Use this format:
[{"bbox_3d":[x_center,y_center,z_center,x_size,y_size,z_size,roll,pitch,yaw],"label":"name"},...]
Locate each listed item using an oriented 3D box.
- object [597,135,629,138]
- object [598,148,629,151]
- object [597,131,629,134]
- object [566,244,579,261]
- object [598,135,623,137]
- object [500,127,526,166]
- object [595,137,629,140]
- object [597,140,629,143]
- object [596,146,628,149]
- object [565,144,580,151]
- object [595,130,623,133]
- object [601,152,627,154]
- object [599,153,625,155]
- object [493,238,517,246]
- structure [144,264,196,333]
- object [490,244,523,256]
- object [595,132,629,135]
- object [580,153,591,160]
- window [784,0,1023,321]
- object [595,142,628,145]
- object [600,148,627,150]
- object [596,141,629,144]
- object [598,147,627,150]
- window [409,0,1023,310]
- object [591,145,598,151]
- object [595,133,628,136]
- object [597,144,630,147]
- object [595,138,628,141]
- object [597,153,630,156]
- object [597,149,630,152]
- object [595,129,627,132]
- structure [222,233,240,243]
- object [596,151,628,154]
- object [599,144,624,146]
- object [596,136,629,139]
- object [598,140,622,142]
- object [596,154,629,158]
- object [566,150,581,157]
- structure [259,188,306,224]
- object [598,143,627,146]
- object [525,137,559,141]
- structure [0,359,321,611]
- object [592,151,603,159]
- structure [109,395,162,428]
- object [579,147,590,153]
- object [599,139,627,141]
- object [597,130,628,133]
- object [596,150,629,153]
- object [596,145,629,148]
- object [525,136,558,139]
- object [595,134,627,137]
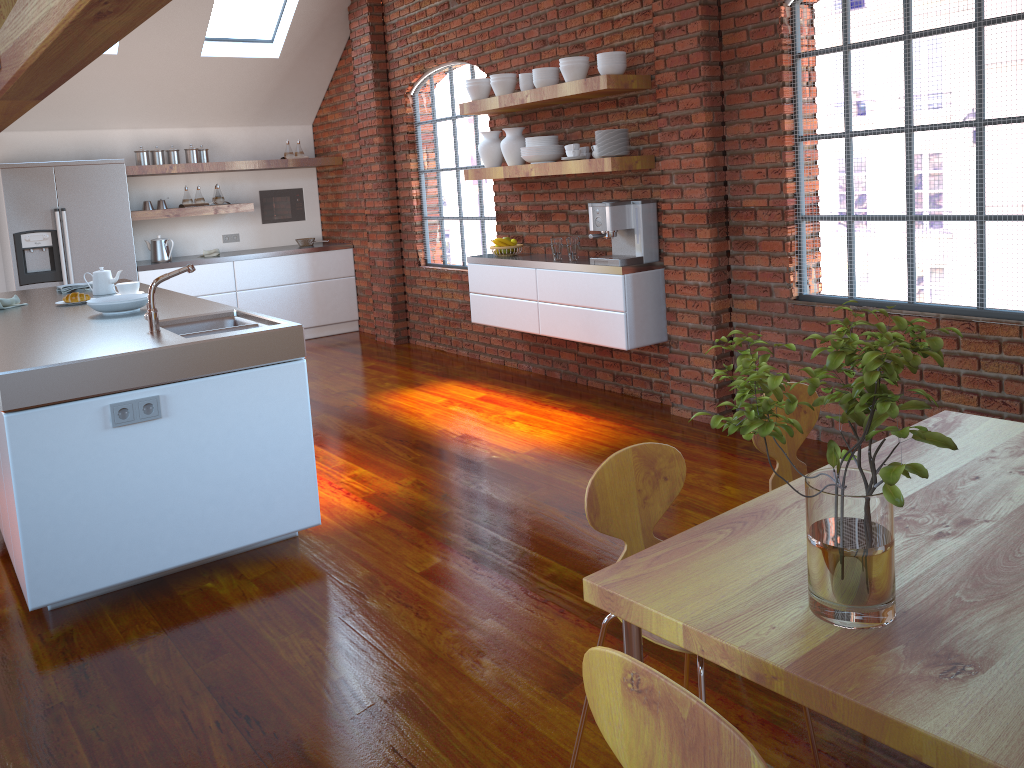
[{"bbox_3d":[0.577,-1.417,5.069,0.195,0.013,0.197,-8,14,-17],"label":"object"},{"bbox_3d":[0.582,-1.345,5.077,0.195,0.013,0.197,-8,14,-17],"label":"object"},{"bbox_3d":[0.575,-1.440,5.067,0.195,0.013,0.197,-8,14,-17],"label":"object"},{"bbox_3d":[0.375,-0.812,5.438,0.078,0.102,0.079,-8,10,-22],"label":"object"},{"bbox_3d":[0.576,-1.422,5.069,0.195,0.013,0.197,-8,14,-17],"label":"object"},{"bbox_3d":[0.020,-1.580,5.871,0.192,0.246,0.196,1,10,27],"label":"object"},{"bbox_3d":[0.577,-1.408,5.070,0.195,0.013,0.197,-8,14,-17],"label":"object"},{"bbox_3d":[0.579,-1.390,5.072,0.195,0.013,0.197,-8,14,-17],"label":"object"},{"bbox_3d":[0.581,-1.359,5.076,0.195,0.013,0.197,-8,14,-17],"label":"object"},{"bbox_3d":[0.362,-1.418,5.309,0.092,0.058,0.101,5,15,38],"label":"object"},{"bbox_3d":[0.575,-1.449,5.066,0.195,0.013,0.197,-8,14,-17],"label":"object"},{"bbox_3d":[0.583,-1.327,5.079,0.195,0.013,0.197,-8,14,-17],"label":"object"},{"bbox_3d":[0.583,-1.322,5.080,0.195,0.013,0.197,-8,14,-17],"label":"object"},{"bbox_3d":[-0.046,-0.969,6.067,0.184,0.083,0.067,-3,9,3],"label":"object"},{"bbox_3d":[-1.347,-0.343,3.468,0.202,0.245,0.100,-10,10,-34],"label":"structure"},{"bbox_3d":[-0.036,-0.928,6.119,0.235,0.070,0.240,-1,13,12],"label":"object"},{"bbox_3d":[0.575,-1.436,5.067,0.195,0.013,0.197,-8,14,-17],"label":"object"},{"bbox_3d":[0.445,-1.414,5.480,0.092,0.046,0.100,4,14,34],"label":"object"},{"bbox_3d":[1.758,-1.136,3.886,0.085,1.646,1.279,-8,10,-34],"label":"window"},{"bbox_3d":[0.579,-1.382,5.073,0.195,0.013,0.197,-8,14,-17],"label":"object"},{"bbox_3d":[0.581,-1.350,5.077,0.195,0.013,0.197,-8,14,-17],"label":"object"},{"bbox_3d":[0.579,-1.386,5.073,0.195,0.013,0.197,-8,14,-17],"label":"object"},{"bbox_3d":[0.581,-1.355,5.076,0.195,0.013,0.197,-8,14,-17],"label":"object"},{"bbox_3d":[3.338,-1.434,5.630,3.673,9.759,17.526,-11,13,-44],"label":"window"},{"bbox_3d":[0.531,-1.399,5.251,0.092,0.057,0.102,-6,12,-11],"label":"object"},{"bbox_3d":[0.576,-1.431,5.068,0.195,0.013,0.197,-8,14,-17],"label":"object"},{"bbox_3d":[0.580,-1.368,5.075,0.195,0.013,0.197,-8,14,-17],"label":"object"},{"bbox_3d":[0.578,-1.404,5.071,0.195,0.013,0.197,-8,14,-17],"label":"object"},{"bbox_3d":[0.583,-1.318,5.080,0.195,0.013,0.197,-8,14,-17],"label":"object"},{"bbox_3d":[0.582,-1.340,5.078,0.195,0.013,0.197,-8,14,-17],"label":"object"},{"bbox_3d":[0.574,-1.454,5.065,0.195,0.013,0.197,-8,14,-17],"label":"object"},{"bbox_3d":[-2.749,-1.424,8.595,0.162,0.079,0.033,-12,11,-34],"label":"structure"},{"bbox_3d":[0.583,-1.331,5.079,0.195,0.013,0.197,-8,14,-17],"label":"object"},{"bbox_3d":[0.580,-1.373,5.074,0.195,0.013,0.197,-8,14,-17],"label":"object"},{"bbox_3d":[0.577,-1.413,5.070,0.195,0.013,0.197,-8,14,-17],"label":"object"},{"bbox_3d":[0.578,-1.395,5.072,0.195,0.013,0.197,-8,14,-17],"label":"object"},{"bbox_3d":[0.584,-1.313,5.081,0.195,0.013,0.197,-8,14,-17],"label":"object"},{"bbox_3d":[0.369,-1.386,5.310,0.100,0.046,0.093,-14,15,-39],"label":"object"},{"bbox_3d":[-2.312,-1.798,8.879,0.461,0.330,0.013,-11,9,-34],"label":"structure"},{"bbox_3d":[0.579,-1.377,5.074,0.195,0.013,0.197,-8,14,-17],"label":"object"},{"bbox_3d":[0.192,-1.535,5.607,0.216,0.054,0.215,-16,17,-42],"label":"object"},{"bbox_3d":[-2.070,0.137,4.392,1.033,0.753,3.150,-11,15,-34],"label":"structure"},{"bbox_3d":[0.528,-1.366,5.252,0.092,0.046,0.101,-4,12,0],"label":"object"},{"bbox_3d":[-1.294,0.091,3.021,0.162,0.079,0.033,-12,11,-34],"label":"structure"},{"bbox_3d":[0.437,-1.446,5.478,0.092,0.058,0.102,1,13,23],"label":"object"},{"bbox_3d":[0.578,-1.400,5.071,0.195,0.013,0.197,-8,14,-17],"label":"object"},{"bbox_3d":[0.575,-1.445,5.066,0.195,0.013,0.197,-8,14,-17],"label":"object"},{"bbox_3d":[0.582,-1.336,5.078,0.195,0.013,0.197,-8,14,-17],"label":"object"},{"bbox_3d":[0.580,-1.364,5.075,0.195,0.013,0.197,-8,14,-17],"label":"object"},{"bbox_3d":[0.191,-1.546,5.606,0.216,0.054,0.215,-16,17,-42],"label":"object"},{"bbox_3d":[0.576,-1.427,5.068,0.195,0.013,0.197,-8,14,-17],"label":"object"}]
